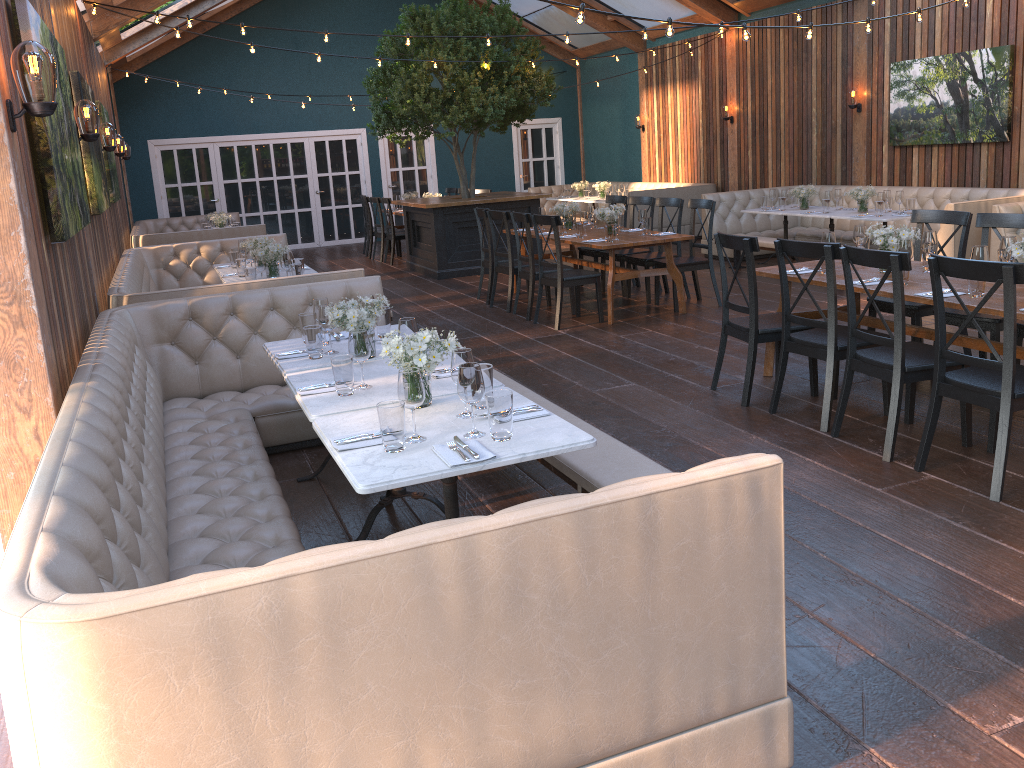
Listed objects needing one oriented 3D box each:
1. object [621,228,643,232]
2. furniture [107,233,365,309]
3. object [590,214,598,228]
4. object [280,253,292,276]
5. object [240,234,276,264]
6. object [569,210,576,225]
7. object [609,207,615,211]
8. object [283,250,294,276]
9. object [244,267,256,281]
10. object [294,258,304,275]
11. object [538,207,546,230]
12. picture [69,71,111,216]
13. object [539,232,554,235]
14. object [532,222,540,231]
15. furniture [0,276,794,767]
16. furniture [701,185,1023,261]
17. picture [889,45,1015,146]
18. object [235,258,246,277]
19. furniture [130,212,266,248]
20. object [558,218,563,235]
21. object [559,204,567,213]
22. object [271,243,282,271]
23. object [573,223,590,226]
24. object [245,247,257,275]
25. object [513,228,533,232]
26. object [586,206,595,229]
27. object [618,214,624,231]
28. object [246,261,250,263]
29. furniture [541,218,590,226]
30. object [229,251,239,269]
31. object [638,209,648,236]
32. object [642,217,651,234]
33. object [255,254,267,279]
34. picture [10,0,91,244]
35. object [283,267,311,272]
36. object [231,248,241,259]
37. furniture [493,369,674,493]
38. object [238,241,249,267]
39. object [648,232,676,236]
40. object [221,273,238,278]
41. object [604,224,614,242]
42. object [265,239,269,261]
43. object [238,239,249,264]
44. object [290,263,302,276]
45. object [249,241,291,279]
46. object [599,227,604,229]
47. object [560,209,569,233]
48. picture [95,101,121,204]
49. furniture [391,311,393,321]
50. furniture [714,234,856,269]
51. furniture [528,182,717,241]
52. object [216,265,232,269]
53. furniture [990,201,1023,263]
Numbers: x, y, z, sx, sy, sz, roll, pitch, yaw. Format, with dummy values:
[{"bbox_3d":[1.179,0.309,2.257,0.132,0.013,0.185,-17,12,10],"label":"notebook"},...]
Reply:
[{"bbox_3d":[1.196,-1.548,8.904,0.256,0.018,0.159,-9,16,-20],"label":"object"},{"bbox_3d":[-2.555,-0.712,7.887,1.715,0.848,4.204,-9,16,-20],"label":"furniture"},{"bbox_3d":[0.877,-1.763,9.511,0.092,0.156,0.093,-3,12,5],"label":"object"},{"bbox_3d":[-1.812,-0.930,7.115,0.092,0.241,0.093,2,13,26],"label":"object"},{"bbox_3d":[-2.404,-1.262,8.395,0.336,0.305,0.333,-6,13,-9],"label":"object"},{"bbox_3d":[0.687,-1.891,10.060,0.092,0.156,0.093,-3,12,5],"label":"object"},{"bbox_3d":[1.003,-1.654,8.913,0.092,0.241,0.093,1,13,21],"label":"object"},{"bbox_3d":[-1.850,-0.988,7.344,0.092,0.241,0.093,2,13,26],"label":"object"},{"bbox_3d":[-2.070,-0.843,7.016,0.092,0.156,0.092,-12,15,-34],"label":"object"},{"bbox_3d":[-1.790,-0.974,7.442,0.092,0.156,0.092,-12,15,-34],"label":"object"},{"bbox_3d":[0.332,-1.813,9.691,0.092,0.241,0.093,2,13,26],"label":"object"},{"bbox_3d":[-3.298,-1.864,6.966,0.065,0.984,1.668,-8,14,-20],"label":"picture"},{"bbox_3d":[0.393,-1.575,9.207,0.256,0.018,0.159,-9,16,-20],"label":"object"},{"bbox_3d":[0.265,-1.738,9.587,0.092,0.156,0.093,-5,12,-4],"label":"object"},{"bbox_3d":[-0.876,0.273,3.736,1.715,0.848,4.204,-9,16,-20],"label":"furniture"},{"bbox_3d":[4.118,-1.829,10.420,1.715,0.848,4.204,-9,16,-20],"label":"furniture"},{"bbox_3d":[4.961,-3.247,10.101,0.065,0.984,1.668,-8,14,-20],"label":"picture"},{"bbox_3d":[-2.370,-1.017,7.750,0.092,0.156,0.092,-12,15,-34],"label":"object"},{"bbox_3d":[-4.795,-2.027,13.428,1.715,0.848,4.204,-9,16,-20],"label":"furniture"},{"bbox_3d":[0.484,-1.610,9.047,0.092,0.156,0.093,-7,13,-14],"label":"object"},{"bbox_3d":[0.581,-1.898,9.947,0.093,0.241,0.093,-14,15,-39],"label":"object"},{"bbox_3d":[-2.134,-1.150,8.030,0.092,0.241,0.093,2,13,26],"label":"object"},{"bbox_3d":[0.777,-1.791,9.928,0.256,0.018,0.159,-9,16,-20],"label":"object"},{"bbox_3d":[-2.313,-1.089,7.844,0.092,0.241,0.093,2,13,26],"label":"object"},{"bbox_3d":[0.152,-1.703,9.753,0.256,0.018,0.159,-9,16,-20],"label":"object"},{"bbox_3d":[0.836,-1.772,9.410,0.092,0.241,0.093,-9,13,-23],"label":"object"},{"bbox_3d":[1.101,-1.647,9.031,0.092,0.156,0.093,5,15,35],"label":"object"},{"bbox_3d":[-2.618,-1.248,8.957,0.158,0.018,0.258,-9,16,-20],"label":"object"},{"bbox_3d":[0.855,-2.755,15.637,0.314,0.393,2.354,-9,15,-20],"label":"furniture"},{"bbox_3d":[-2.653,-1.185,8.460,0.092,0.156,0.092,-12,15,-34],"label":"object"},{"bbox_3d":[1.243,-1.534,8.402,0.092,0.241,0.093,-3,12,4],"label":"object"},{"bbox_3d":[1.294,-1.518,8.493,0.092,0.156,0.093,-1,13,15],"label":"object"},{"bbox_3d":[-2.016,-0.916,7.116,0.092,0.241,0.093,-8,12,-18],"label":"object"},{"bbox_3d":[-2.259,-1.258,4.413,0.065,0.984,1.668,-8,14,-20],"label":"picture"},{"bbox_3d":[-1.959,-1.043,8.015,0.256,0.018,0.159,-9,16,-20],"label":"object"},{"bbox_3d":[-2.756,-1.279,8.842,0.092,0.156,0.092,-12,15,-34],"label":"object"},{"bbox_3d":[0.134,0.326,4.170,0.314,0.393,2.354,-9,15,-20],"label":"furniture"},{"bbox_3d":[-2.587,-1.254,8.538,0.092,0.241,0.093,2,13,26],"label":"object"},{"bbox_3d":[1.412,-1.421,8.366,0.256,0.018,0.159,-9,16,-20],"label":"object"},{"bbox_3d":[-2.467,-0.979,7.900,0.256,0.018,0.159,-9,16,-20],"label":"object"},{"bbox_3d":[0.882,-1.368,8.032,0.092,0.156,0.093,-1,13,15],"label":"object"},{"bbox_3d":[-2.440,-1.326,8.773,0.092,0.241,0.093,2,13,26],"label":"object"},{"bbox_3d":[-2.662,-1.309,8.766,0.092,0.241,0.093,2,13,26],"label":"object"},{"bbox_3d":[-1.716,-0.879,7.066,0.092,0.156,0.093,-1,13,15],"label":"object"},{"bbox_3d":[-2.048,-1.053,7.517,0.336,0.305,0.333,-5,13,-4],"label":"object"},{"bbox_3d":[1.003,-1.663,9.400,0.256,0.018,0.159,-9,16,-20],"label":"object"},{"bbox_3d":[0.544,-1.683,9.144,0.092,0.241,0.093,-9,13,-23],"label":"object"},{"bbox_3d":[-4.320,-2.459,9.476,0.065,0.984,1.668,-8,14,-20],"label":"picture"},{"bbox_3d":[-1.540,-0.657,8.309,0.314,0.393,2.354,-9,15,-20],"label":"furniture"},{"bbox_3d":[3.103,-1.435,10.075,0.314,0.393,2.354,-9,15,-20],"label":"furniture"},{"bbox_3d":[1.881,-3.142,15.952,1.715,0.848,4.204,-9,16,-20],"label":"furniture"},{"bbox_3d":[-2.753,-1.148,8.612,0.256,0.018,0.159,-9,16,-20],"label":"object"},{"bbox_3d":[5.793,-0.846,6.278,1.715,0.848,4.204,-9,16,-20],"label":"furniture"}]
